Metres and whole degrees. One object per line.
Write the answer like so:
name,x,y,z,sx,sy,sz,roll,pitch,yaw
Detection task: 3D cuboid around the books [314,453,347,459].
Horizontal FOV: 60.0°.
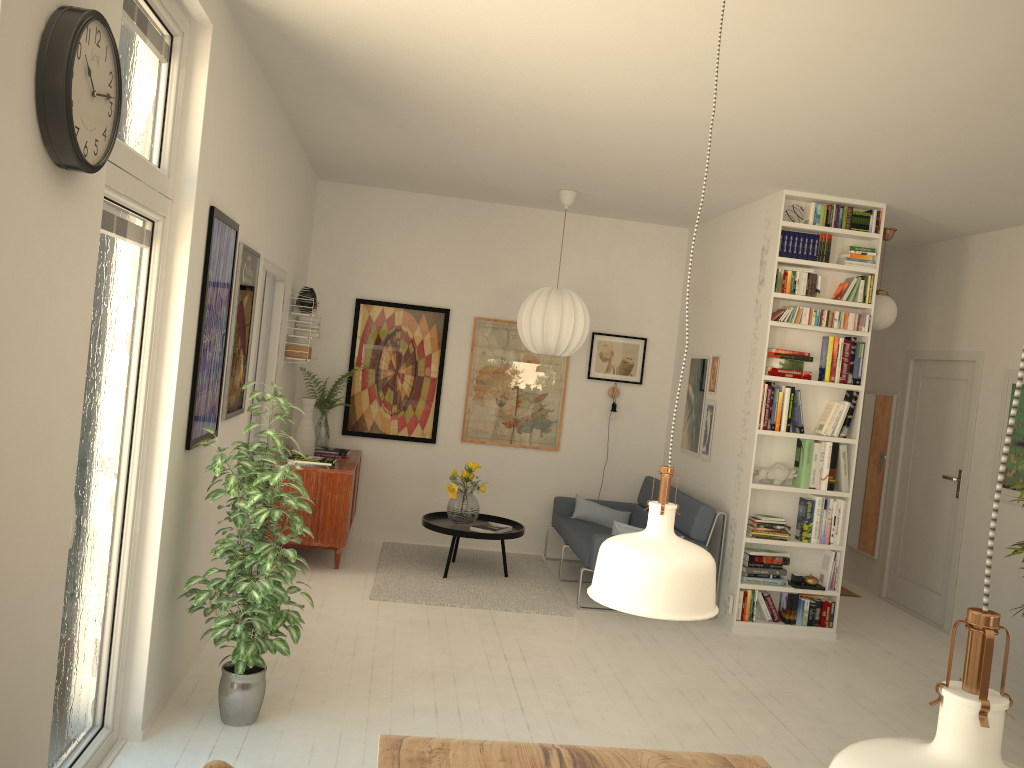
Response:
books,-1.459,0.531,6.823,0.371,0.022,0.259,6,2,-7

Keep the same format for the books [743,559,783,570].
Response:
books,1.659,1.198,5.921,0.247,0.039,0.143,6,2,-10

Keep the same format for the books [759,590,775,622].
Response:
books,1.689,1.476,5.923,0.118,0.192,0.118,6,1,-7

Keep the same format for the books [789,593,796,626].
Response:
books,1.841,1.481,5.944,0.015,0.214,0.202,6,1,-7

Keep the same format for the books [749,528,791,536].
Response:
books,1.711,0.979,5.939,0.255,0.014,0.197,6,2,3

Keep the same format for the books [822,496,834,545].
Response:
books,2.091,0.908,5.976,0.025,0.305,0.213,6,1,-7

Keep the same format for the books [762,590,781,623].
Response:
books,1.719,1.483,5.933,0.131,0.188,0.136,6,1,-7

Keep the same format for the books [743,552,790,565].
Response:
books,1.681,1.156,5.924,0.285,0.047,0.185,6,2,-7

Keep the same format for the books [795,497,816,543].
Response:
books,1.951,0.904,5.954,0.057,0.284,0.200,6,1,-7

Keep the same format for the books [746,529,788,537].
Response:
books,1.689,0.989,5.910,0.248,0.009,0.171,6,2,-4

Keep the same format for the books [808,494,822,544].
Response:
books,1.998,0.895,5.970,0.037,0.311,0.241,6,1,-7

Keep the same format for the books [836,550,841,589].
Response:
books,2.160,1.245,5.970,0.011,0.256,0.139,6,1,-7

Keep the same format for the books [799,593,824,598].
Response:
books,1.991,1.411,5.951,0.165,0.006,0.103,6,2,-7

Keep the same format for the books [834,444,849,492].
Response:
books,2.186,0.555,5.976,0.099,0.316,0.229,6,1,-7

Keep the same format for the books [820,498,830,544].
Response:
books,2.064,0.911,5.940,0.035,0.304,0.150,6,1,-7

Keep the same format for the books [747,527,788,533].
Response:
books,1.695,0.966,5.917,0.250,0.008,0.135,6,2,-11

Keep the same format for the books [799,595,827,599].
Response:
books,2.001,1.421,5.971,0.193,0.012,0.130,6,2,-7

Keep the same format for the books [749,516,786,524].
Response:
books,1.693,0.905,5.920,0.212,0.017,0.165,6,2,-10

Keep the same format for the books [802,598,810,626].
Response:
books,1.932,1.510,5.972,0.032,0.176,0.222,6,1,-7

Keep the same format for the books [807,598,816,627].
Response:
books,1.971,1.521,5.977,0.048,0.163,0.209,6,1,-7

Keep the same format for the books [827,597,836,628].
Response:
books,2.114,1.529,6.007,0.032,0.176,0.230,6,1,-7

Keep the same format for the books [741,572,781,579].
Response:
books,1.647,1.264,5.938,0.241,0.024,0.168,6,2,-12

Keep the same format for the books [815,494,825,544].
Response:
books,2.030,0.898,5.977,0.027,0.311,0.229,6,1,-7

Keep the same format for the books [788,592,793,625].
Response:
books,1.825,1.479,5.955,0.015,0.214,0.202,6,1,-7

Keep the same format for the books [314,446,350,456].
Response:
books,-1.444,0.511,6.830,0.368,0.020,0.255,6,2,-5

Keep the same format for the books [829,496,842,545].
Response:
books,2.147,0.915,5.958,0.037,0.308,0.161,6,1,-7

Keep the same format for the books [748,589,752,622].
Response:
books,1.553,1.456,5.924,0.012,0.206,0.193,6,1,-7

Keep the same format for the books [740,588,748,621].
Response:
books,1.515,1.453,5.910,0.026,0.206,0.187,6,1,-7

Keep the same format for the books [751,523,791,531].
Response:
books,1.719,0.940,5.922,0.235,0.025,0.163,6,2,-1

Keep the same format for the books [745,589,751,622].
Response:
books,1.539,1.454,5.908,0.020,0.211,0.185,6,1,-7

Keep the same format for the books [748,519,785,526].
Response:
books,1.679,0.917,5.910,0.221,0.010,0.169,6,2,-4

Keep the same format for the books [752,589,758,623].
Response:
books,1.587,1.456,5.914,0.010,0.215,0.193,6,1,-7

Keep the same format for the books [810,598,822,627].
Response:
books,2.018,1.522,5.997,0.050,0.170,0.221,6,1,-7

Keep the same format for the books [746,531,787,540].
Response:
books,1.677,1.000,5.901,0.246,0.014,0.173,6,2,-8

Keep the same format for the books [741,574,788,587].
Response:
books,1.667,1.301,5.941,0.297,0.038,0.204,6,2,-2

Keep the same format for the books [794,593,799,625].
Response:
books,1.869,1.484,5.961,0.015,0.214,0.202,6,1,-7

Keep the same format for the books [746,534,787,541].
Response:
books,1.681,1.013,5.904,0.247,0.009,0.170,6,2,-4

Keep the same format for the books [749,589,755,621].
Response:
books,1.570,1.453,5.927,0.021,0.215,0.174,6,1,-7

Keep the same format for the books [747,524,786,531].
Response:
books,1.682,0.955,5.897,0.238,0.012,0.120,6,2,-12

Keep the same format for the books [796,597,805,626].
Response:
books,1.896,1.505,5.972,0.044,0.179,0.224,6,1,-7

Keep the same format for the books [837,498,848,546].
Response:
books,2.179,0.918,5.993,0.039,0.303,0.229,6,1,-7

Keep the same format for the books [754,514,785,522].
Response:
books,1.709,0.889,5.900,0.166,0.019,0.127,6,2,-14

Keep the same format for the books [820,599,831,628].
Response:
books,2.073,1.524,5.983,0.056,0.180,0.202,6,1,-7

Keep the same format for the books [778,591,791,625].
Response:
books,1.811,1.478,5.946,0.015,0.214,0.202,6,1,-7

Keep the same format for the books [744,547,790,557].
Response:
books,1.687,1.120,5.938,0.297,0.024,0.162,6,2,-16

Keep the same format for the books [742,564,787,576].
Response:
books,1.660,1.234,5.922,0.297,0.039,0.165,6,2,-12

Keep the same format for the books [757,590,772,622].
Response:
books,1.658,1.469,5.926,0.135,0.200,0.134,6,1,-7

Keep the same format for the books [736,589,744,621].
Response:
books,1.481,1.455,5.909,0.039,0.199,0.185,6,1,-7

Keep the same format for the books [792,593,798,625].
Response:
books,1.855,1.483,5.953,0.015,0.214,0.202,6,1,-7

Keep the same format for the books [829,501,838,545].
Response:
books,2.115,0.918,5.965,0.022,0.291,0.208,6,1,-7
